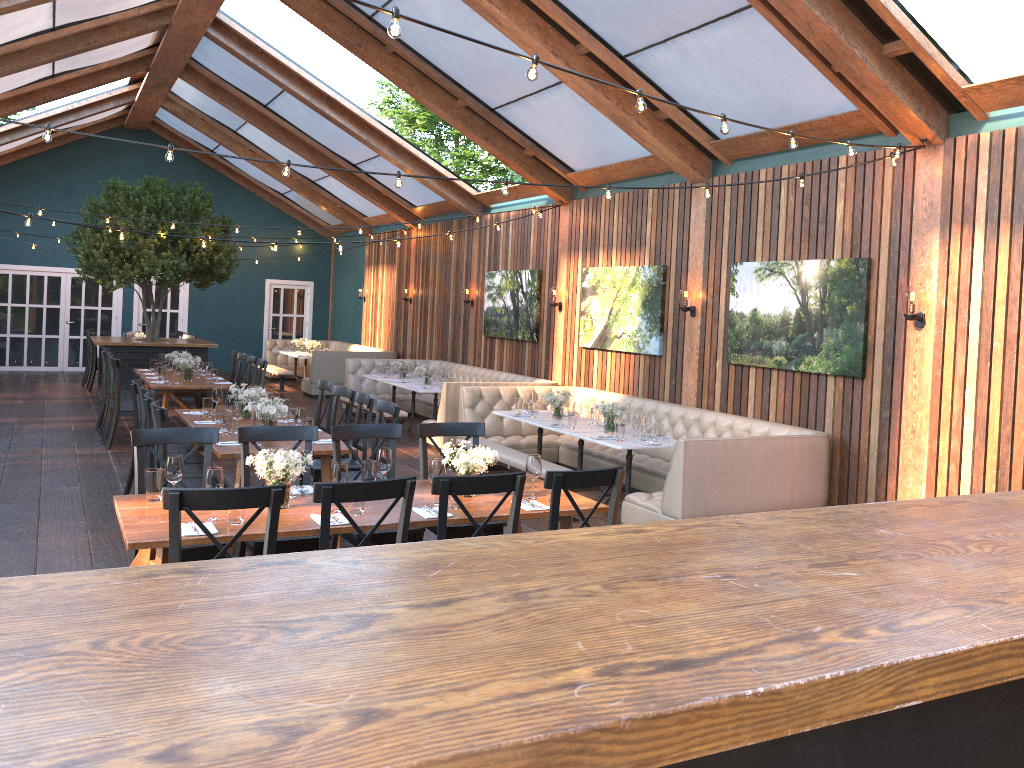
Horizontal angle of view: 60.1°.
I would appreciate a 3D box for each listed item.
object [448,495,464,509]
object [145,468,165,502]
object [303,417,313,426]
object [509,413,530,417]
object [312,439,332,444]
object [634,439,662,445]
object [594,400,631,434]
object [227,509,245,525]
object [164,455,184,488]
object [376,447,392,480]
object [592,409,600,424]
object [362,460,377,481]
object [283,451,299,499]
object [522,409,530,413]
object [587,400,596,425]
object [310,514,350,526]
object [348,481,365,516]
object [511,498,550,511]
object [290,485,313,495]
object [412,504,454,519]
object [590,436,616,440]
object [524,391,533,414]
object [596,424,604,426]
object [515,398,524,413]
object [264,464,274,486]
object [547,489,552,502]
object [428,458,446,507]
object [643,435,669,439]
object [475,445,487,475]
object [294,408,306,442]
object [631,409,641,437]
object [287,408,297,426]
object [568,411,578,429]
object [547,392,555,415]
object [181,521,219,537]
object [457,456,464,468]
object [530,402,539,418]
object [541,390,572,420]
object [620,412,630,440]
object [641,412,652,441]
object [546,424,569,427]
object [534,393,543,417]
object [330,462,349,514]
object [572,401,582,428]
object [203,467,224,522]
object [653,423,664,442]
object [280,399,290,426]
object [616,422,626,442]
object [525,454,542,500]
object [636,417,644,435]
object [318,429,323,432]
[{"bbox_3d":[-0.292,0.570,4.628,0.092,0.158,0.092,3,2,-1],"label":"object"},{"bbox_3d":[-1.807,0.512,4.472,0.092,0.158,0.092,3,2,-1],"label":"object"},{"bbox_3d":[-1.552,0.337,6.675,0.092,0.158,0.092,3,2,-1],"label":"object"},{"bbox_3d":[0.108,0.322,9.258,0.255,0.019,0.158,0,5,-27],"label":"object"},{"bbox_3d":[-1.416,0.423,6.555,0.255,0.019,0.158,0,5,-27],"label":"object"},{"bbox_3d":[1.171,0.504,7.711,0.157,0.019,0.256,0,5,-27],"label":"object"},{"bbox_3d":[0.922,0.299,8.271,0.337,0.309,0.329,5,4,37],"label":"object"},{"bbox_3d":[-1.280,0.569,4.100,0.092,0.158,0.092,3,2,-1],"label":"object"},{"bbox_3d":[-1.686,0.480,4.412,0.092,0.244,0.092,3,2,15],"label":"object"},{"bbox_3d":[-0.715,0.481,4.934,0.092,0.244,0.092,3,2,15],"label":"object"},{"bbox_3d":[0.834,0.320,8.865,0.092,0.158,0.092,1,3,-41],"label":"object"},{"bbox_3d":[-0.806,0.515,4.993,0.092,0.158,0.092,3,2,-1],"label":"object"},{"bbox_3d":[-1.164,0.481,4.683,0.092,0.244,0.092,3,2,15],"label":"object"},{"bbox_3d":[0.192,0.295,9.623,0.157,0.019,0.256,0,5,-27],"label":"object"},{"bbox_3d":[0.788,0.283,8.766,0.092,0.244,0.092,3,2,15],"label":"object"},{"bbox_3d":[-0.878,0.643,4.266,0.157,0.019,0.256,0,5,-27],"label":"object"},{"bbox_3d":[-0.771,0.568,4.390,0.092,0.158,0.092,3,2,-1],"label":"object"},{"bbox_3d":[0.094,0.646,4.773,0.157,0.019,0.256,0,5,-27],"label":"object"},{"bbox_3d":[-1.152,0.580,4.853,0.157,0.019,0.256,0,5,-27],"label":"object"},{"bbox_3d":[-0.412,0.645,4.503,0.157,0.019,0.256,0,5,-27],"label":"object"},{"bbox_3d":[0.829,0.475,7.865,0.255,0.019,0.158,0,5,-27],"label":"object"},{"bbox_3d":[0.178,0.196,9.456,0.092,0.244,0.092,3,2,20],"label":"object"},{"bbox_3d":[0.947,0.405,8.748,0.255,0.019,0.158,0,5,-27],"label":"object"},{"bbox_3d":[0.077,0.230,9.505,0.092,0.158,0.092,1,3,-41],"label":"object"},{"bbox_3d":[-1.284,0.514,4.735,0.092,0.158,0.092,3,2,-1],"label":"object"},{"bbox_3d":[0.233,0.571,4.903,0.092,0.158,0.092,3,2,-1],"label":"object"},{"bbox_3d":[-0.398,0.519,4.668,0.092,0.244,0.092,3,2,15],"label":"object"},{"bbox_3d":[1.294,0.478,8.083,0.255,0.019,0.158,0,5,-27],"label":"object"},{"bbox_3d":[-0.188,0.483,5.200,0.092,0.244,0.092,3,2,15],"label":"object"},{"bbox_3d":[-1.576,0.302,6.568,0.092,0.244,0.092,3,2,15],"label":"object"},{"bbox_3d":[1.135,0.356,8.101,0.092,0.244,0.092,3,2,15],"label":"object"},{"bbox_3d":[-1.791,0.279,7.220,0.092,0.158,0.092,3,2,-1],"label":"object"},{"bbox_3d":[0.578,0.343,8.450,0.092,0.158,0.092,1,3,-41],"label":"object"},{"bbox_3d":[0.418,0.206,9.476,0.092,0.244,0.092,3,2,20],"label":"object"},{"bbox_3d":[-1.418,0.642,3.981,0.157,0.019,0.256,0,5,-27],"label":"object"},{"bbox_3d":[-0.288,0.516,5.269,0.092,0.158,0.092,3,2,-1],"label":"object"},{"bbox_3d":[0.228,0.268,9.139,0.092,0.158,0.092,1,3,-41],"label":"object"},{"bbox_3d":[0.464,0.207,9.106,0.329,0.309,0.337,2,3,-5],"label":"object"},{"bbox_3d":[0.999,0.372,7.843,0.092,0.244,0.092,3,2,15],"label":"object"},{"bbox_3d":[1.196,0.378,7.874,0.092,0.244,0.092,3,2,15],"label":"object"},{"bbox_3d":[0.458,0.397,8.569,0.255,0.019,0.158,0,5,-27],"label":"object"},{"bbox_3d":[0.278,0.220,9.236,0.092,0.244,0.092,3,2,20],"label":"object"},{"bbox_3d":[-0.864,0.518,4.424,0.092,0.244,0.092,3,2,15],"label":"object"},{"bbox_3d":[0.628,0.295,8.547,0.092,0.244,0.092,3,2,15],"label":"object"},{"bbox_3d":[-1.399,0.516,4.146,0.092,0.244,0.092,3,2,15],"label":"object"},{"bbox_3d":[1.292,0.430,7.827,0.092,0.158,0.092,1,3,-41],"label":"object"},{"bbox_3d":[-1.829,0.244,7.108,0.092,0.244,0.092,3,2,15],"label":"object"},{"bbox_3d":[0.949,0.421,7.745,0.092,0.158,0.092,1,3,-41],"label":"object"},{"bbox_3d":[0.119,0.519,4.946,0.092,0.244,0.092,3,2,15],"label":"object"},{"bbox_3d":[1.180,0.393,8.200,0.092,0.158,0.092,1,3,-41],"label":"object"},{"bbox_3d":[-1.657,0.366,7.096,0.255,0.019,0.158,0,5,-27],"label":"object"}]
